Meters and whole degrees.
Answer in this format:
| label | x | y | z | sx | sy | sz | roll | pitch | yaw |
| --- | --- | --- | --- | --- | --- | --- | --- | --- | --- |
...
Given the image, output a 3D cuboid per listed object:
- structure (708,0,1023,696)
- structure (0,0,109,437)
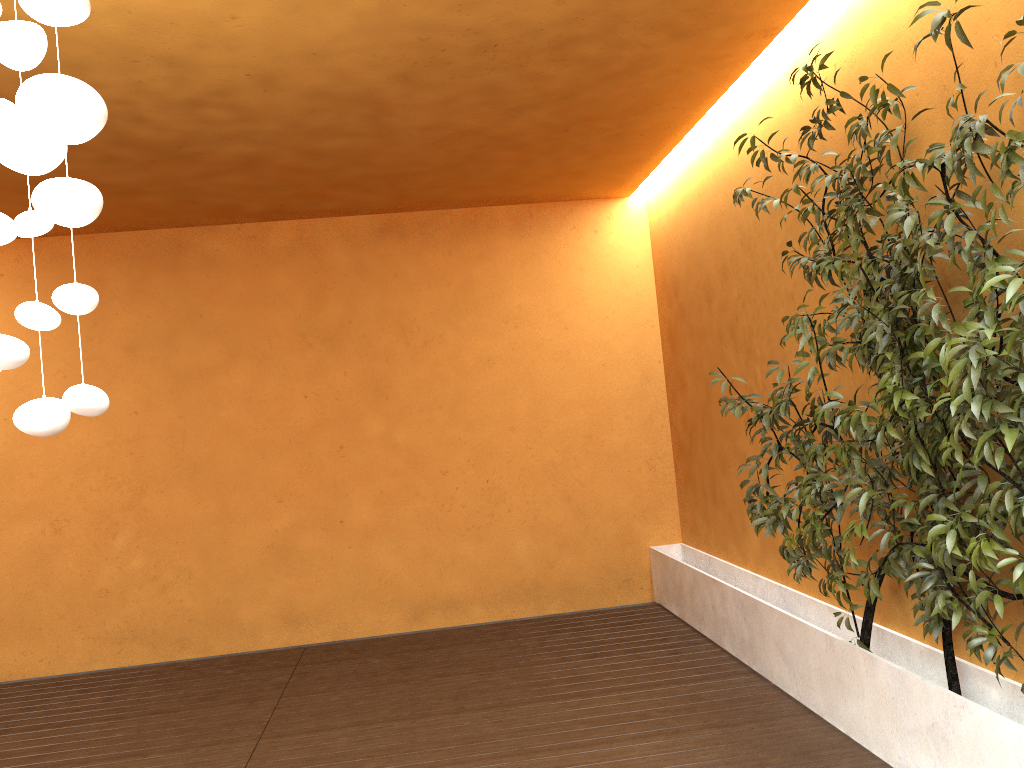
| label | x | y | z | sx | sy | sz | roll | pitch | yaw |
| --- | --- | --- | --- | --- | --- | --- | --- | --- | --- |
| structure | 1.306 | -0.126 | 2.519 | 0.622 | 2.483 | 3.166 | -5 | -2 | -8 |
| structure | -1.121 | -0.655 | 1.608 | 1.002 | 1.529 | 1.002 | -8 | -3 | 42 |
